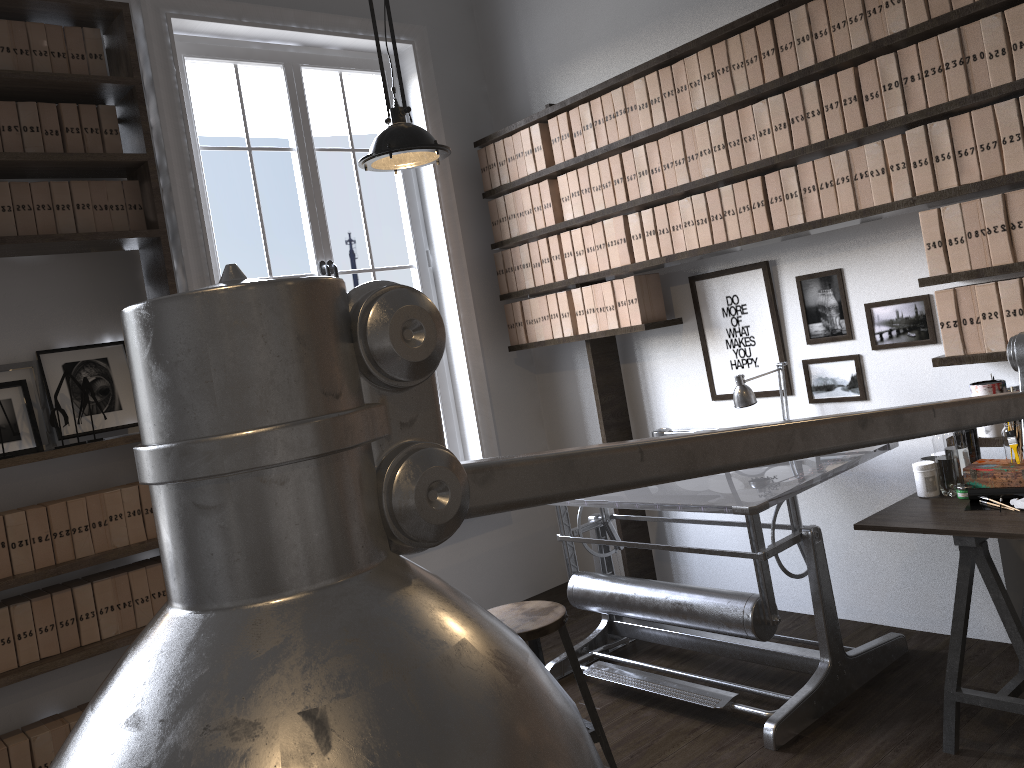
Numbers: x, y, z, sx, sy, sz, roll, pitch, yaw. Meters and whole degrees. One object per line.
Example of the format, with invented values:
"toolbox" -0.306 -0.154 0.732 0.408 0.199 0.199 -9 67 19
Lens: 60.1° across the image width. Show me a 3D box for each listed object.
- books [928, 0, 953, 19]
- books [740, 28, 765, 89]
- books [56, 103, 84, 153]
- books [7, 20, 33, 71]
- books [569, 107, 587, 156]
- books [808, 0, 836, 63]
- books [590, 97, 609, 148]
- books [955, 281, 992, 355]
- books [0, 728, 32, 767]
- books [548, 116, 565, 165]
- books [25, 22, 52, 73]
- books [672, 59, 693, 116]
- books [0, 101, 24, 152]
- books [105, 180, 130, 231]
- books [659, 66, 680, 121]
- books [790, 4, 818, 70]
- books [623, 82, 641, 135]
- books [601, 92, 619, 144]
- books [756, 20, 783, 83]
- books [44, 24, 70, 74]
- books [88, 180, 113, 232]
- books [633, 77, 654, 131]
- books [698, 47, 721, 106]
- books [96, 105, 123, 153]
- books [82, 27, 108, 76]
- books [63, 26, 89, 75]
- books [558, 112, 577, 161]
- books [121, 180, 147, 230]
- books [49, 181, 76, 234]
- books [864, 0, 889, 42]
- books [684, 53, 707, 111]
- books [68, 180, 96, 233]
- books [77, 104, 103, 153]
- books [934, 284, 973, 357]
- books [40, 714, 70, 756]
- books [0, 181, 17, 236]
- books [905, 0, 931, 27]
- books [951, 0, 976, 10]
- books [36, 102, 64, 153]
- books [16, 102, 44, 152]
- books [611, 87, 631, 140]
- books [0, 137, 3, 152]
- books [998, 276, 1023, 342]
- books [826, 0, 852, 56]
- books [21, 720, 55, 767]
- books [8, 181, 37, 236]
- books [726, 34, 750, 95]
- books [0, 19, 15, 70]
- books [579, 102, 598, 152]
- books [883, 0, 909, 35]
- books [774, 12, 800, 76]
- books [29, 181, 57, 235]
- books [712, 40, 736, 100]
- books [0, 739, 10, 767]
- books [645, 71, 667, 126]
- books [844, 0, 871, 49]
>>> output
"books" 1.427 -1.304 2.902 0.175 0.226 0.066 -10 0 -40
"books" 0.983 -1.255 3.440 0.175 0.225 0.066 -10 0 -40
"books" -1.797 -0.997 3.575 0.067 0.226 0.174 -10 1 -40
"books" -1.956 -1.289 3.491 0.067 0.225 0.174 -10 1 -40
"books" 0.371 -1.186 4.180 0.175 0.226 0.066 -10 0 -40
"books" 1.167 -1.275 3.217 0.175 0.226 0.066 -10 0 -40
"books" 0.460 -1.196 4.071 0.175 0.226 0.066 -10 0 -40
"books" 1.565 -0.222 2.950 0.175 0.225 0.066 -10 0 -40
"books" -1.798 1.398 3.229 0.067 0.226 0.174 -10 1 -40
"books" 0.276 -1.175 4.294 0.175 0.225 0.066 -10 0 -40
"books" -1.903 -1.300 3.531 0.067 0.226 0.174 -10 1 -40
"books" 0.766 -1.230 3.703 0.175 0.226 0.066 -10 0 -40
"books" -1.964 -0.962 3.439 0.067 0.226 0.174 -10 1 -40
"books" -1.654 -0.708 3.655 0.067 0.225 0.174 -10 1 -40
"books" 0.720 -1.225 3.756 0.175 0.226 0.066 -10 0 -40
"books" 1.119 -1.270 3.269 0.175 0.226 0.066 -10 0 -40
"books" 0.589 -1.210 3.913 0.175 0.225 0.066 -10 0 -40
"books" 0.505 -1.201 4.016 0.175 0.226 0.066 -10 0 -40
"books" 1.026 -1.259 3.380 0.175 0.226 0.066 -10 0 -40
"books" -1.856 -1.310 3.579 0.067 0.226 0.174 -10 1 -40
"books" -1.699 -0.699 3.611 0.067 0.226 0.174 -10 1 -40
"books" 0.628 -1.214 3.864 0.175 0.225 0.066 -10 0 -40
"books" 0.850 -1.239 3.590 0.175 0.226 0.066 -10 0 -40
"books" -1.686 -1.020 3.674 0.067 0.225 0.174 -10 1 -40
"books" -1.746 -1.333 3.667 0.067 0.226 0.174 -10 1 -40
"books" -1.802 -1.321 3.624 0.067 0.226 0.174 -10 1 -40
"books" 0.319 -1.180 4.233 0.175 0.226 0.066 -10 0 -40
"books" -1.601 -0.719 3.701 0.067 0.226 0.174 -10 1 -40
"books" -1.806 -0.676 3.525 0.067 0.226 0.174 -10 1 -40
"books" 1.296 -1.290 3.059 0.175 0.225 0.066 -10 0 -40
"books" 0.807 -1.235 3.648 0.175 0.226 0.066 -10 0 -40
"books" -1.749 -0.688 3.569 0.067 0.226 0.174 -10 1 -40
"books" -1.745 -1.008 3.627 0.067 0.225 0.174 -10 1 -40
"books" 1.519 -0.216 2.998 0.175 0.226 0.066 -10 0 -40
"books" -1.698 1.376 3.319 0.067 0.225 0.174 -10 1 -40
"books" -1.963 -0.643 3.388 0.067 0.226 0.174 -10 1 -40
"books" 1.379 -1.299 2.953 0.175 0.226 0.066 -10 0 -40
"books" 1.472 -1.310 2.850 0.175 0.226 0.066 -10 0 -40
"books" -1.858 -0.984 3.531 0.067 0.226 0.174 -10 1 -40
"books" -1.908 -0.973 3.482 0.067 0.226 0.174 -10 1 -40
"books" 0.544 -1.205 3.961 0.175 0.226 0.066 -10 0 -40
"books" -2.018 -0.951 3.394 0.067 0.226 0.174 -10 1 -40
"books" 1.648 -0.231 2.844 0.175 0.226 0.066 -10 0 -40
"books" 1.212 -1.280 3.163 0.175 0.226 0.066 -10 0 -40
"books" -1.745 1.386 3.277 0.067 0.225 0.174 -10 1 -40
"books" -1.912 -0.654 3.436 0.067 0.226 0.174 -10 1 -40
"books" 0.940 -1.250 3.489 0.175 0.225 0.066 -10 0 -40
"books" -2.003 -1.279 3.450 0.067 0.225 0.174 -10 1 -40
"books" 0.412 -1.190 4.122 0.175 0.226 0.066 -10 0 -40
"books" 1.335 -1.294 3.010 0.175 0.225 0.066 -10 0 -40
"books" 1.077 -1.265 3.326 0.175 0.226 0.066 -10 0 -40
"books" -1.861 -0.665 3.483 0.067 0.226 0.174 -10 1 -40
"books" 0.896 -1.244 3.534 0.175 0.226 0.066 -10 0 -40
"books" -1.854 1.409 3.187 0.067 0.226 0.174 -10 1 -40
"books" 0.673 -1.219 3.807 0.175 0.226 0.066 -10 0 -40
"books" 1.250 -1.284 3.107 0.175 0.226 0.066 -10 0 -40
